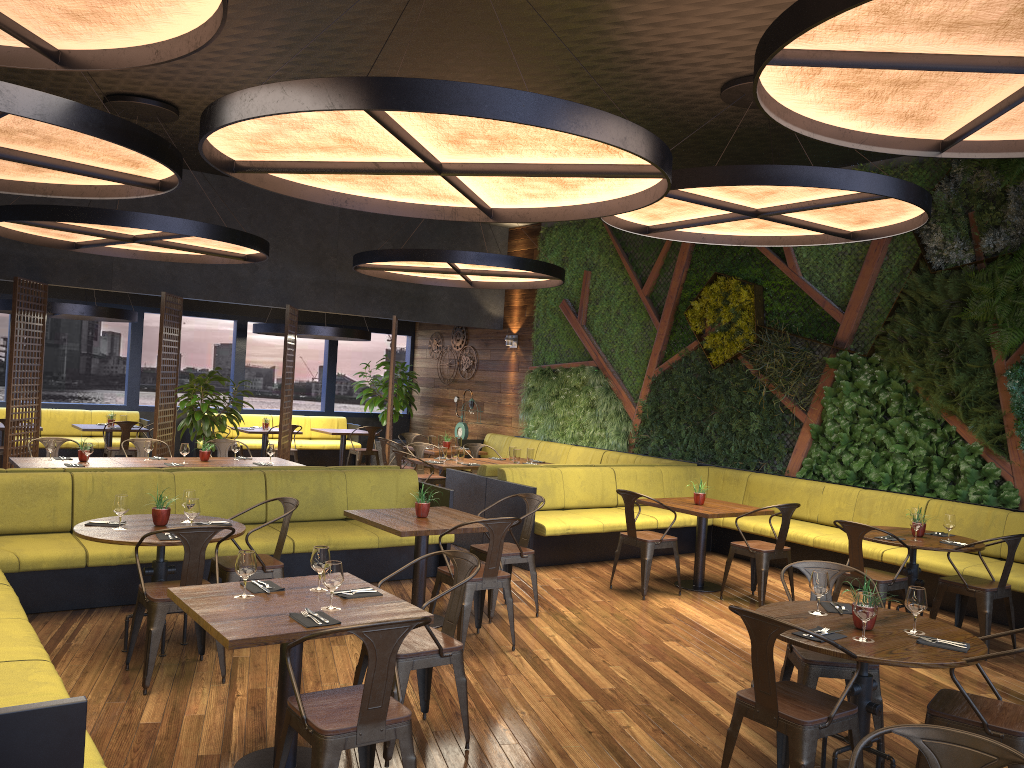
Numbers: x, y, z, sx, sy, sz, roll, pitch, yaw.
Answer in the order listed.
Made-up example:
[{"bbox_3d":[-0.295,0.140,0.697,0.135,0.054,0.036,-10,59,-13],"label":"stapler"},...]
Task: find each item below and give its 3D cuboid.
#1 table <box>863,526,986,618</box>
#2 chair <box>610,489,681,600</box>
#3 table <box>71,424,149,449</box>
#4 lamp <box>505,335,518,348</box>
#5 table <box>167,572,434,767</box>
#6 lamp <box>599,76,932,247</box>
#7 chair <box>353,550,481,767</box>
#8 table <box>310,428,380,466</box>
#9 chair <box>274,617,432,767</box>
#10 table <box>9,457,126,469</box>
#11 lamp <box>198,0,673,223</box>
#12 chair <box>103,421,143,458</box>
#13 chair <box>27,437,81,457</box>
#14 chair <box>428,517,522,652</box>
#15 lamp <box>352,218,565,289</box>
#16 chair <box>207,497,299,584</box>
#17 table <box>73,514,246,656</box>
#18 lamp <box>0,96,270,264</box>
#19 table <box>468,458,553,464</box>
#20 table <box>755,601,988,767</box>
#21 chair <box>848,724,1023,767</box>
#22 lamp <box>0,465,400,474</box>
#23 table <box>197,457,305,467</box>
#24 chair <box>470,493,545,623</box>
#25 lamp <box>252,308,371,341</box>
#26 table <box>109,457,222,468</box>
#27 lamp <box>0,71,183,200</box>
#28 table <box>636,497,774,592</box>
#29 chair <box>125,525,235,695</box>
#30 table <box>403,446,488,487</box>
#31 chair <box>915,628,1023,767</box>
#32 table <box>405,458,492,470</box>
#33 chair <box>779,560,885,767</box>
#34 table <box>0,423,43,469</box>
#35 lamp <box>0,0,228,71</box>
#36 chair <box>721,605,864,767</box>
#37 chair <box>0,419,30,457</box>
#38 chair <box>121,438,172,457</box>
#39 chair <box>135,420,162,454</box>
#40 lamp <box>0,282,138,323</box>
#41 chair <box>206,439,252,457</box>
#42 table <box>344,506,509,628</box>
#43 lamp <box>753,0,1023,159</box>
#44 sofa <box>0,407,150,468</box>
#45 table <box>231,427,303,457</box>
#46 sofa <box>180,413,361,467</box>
[{"bbox_3d":[3.192,1.599,7.089,1.007,0.760,1.007,4,0,22],"label":"table"},{"bbox_3d":[1.185,1.396,7.893,0.541,0.917,0.504,3,0,-35],"label":"chair"},{"bbox_3d":[-6.030,1.020,13.256,0.906,0.763,0.887,3,0,-36],"label":"table"},{"bbox_3d":[-0.039,-0.739,15.325,0.189,0.215,0.215,3,0,-35],"label":"lamp"},{"bbox_3d":[-0.990,1.358,3.998,0.906,0.763,0.887,3,0,-36],"label":"table"},{"bbox_3d":[2.182,-2.008,7.790,2.778,1.159,2.778,4,0,45],"label":"lamp"},{"bbox_3d":[-0.461,1.309,4.402,0.541,0.917,0.504,3,0,-35],"label":"chair"},{"bbox_3d":[-2.937,1.198,15.454,0.887,0.763,0.906,3,0,-36],"label":"table"},{"bbox_3d":[-0.617,1.304,3.433,0.504,0.917,0.541,3,0,-35],"label":"chair"},{"bbox_3d":[-4.333,1.139,8.603,0.906,0.763,0.887,3,0,-36],"label":"table"},{"bbox_3d":[-0.395,-1.977,5.402,2.778,1.475,2.778,4,0,14],"label":"lamp"},{"bbox_3d":[-5.594,0.969,12.700,0.504,0.917,0.541,3,0,-35],"label":"chair"},{"bbox_3d":[-4.772,1.031,9.235,0.504,0.917,0.541,3,0,-35],"label":"chair"},{"bbox_3d":[-0.240,1.317,5.990,0.504,0.917,0.541,3,0,-35],"label":"chair"},{"bbox_3d":[-0.655,-2.093,11.697,2.778,1.362,2.778,4,0,19],"label":"lamp"},{"bbox_3d":[-1.734,1.227,5.930,0.541,0.917,0.504,3,0,-35],"label":"chair"},{"bbox_3d":[-2.223,1.278,5.581,1.007,0.760,1.007,3,0,2],"label":"table"},{"bbox_3d":[-3.980,-2.208,9.430,2.778,1.475,2.778,3,0,-35],"label":"lamp"},{"bbox_3d":[0.027,1.392,11.523,0.887,0.763,0.906,3,0,-36],"label":"table"},{"bbox_3d":[1.622,1.515,4.130,1.007,0.760,1.007,4,0,42],"label":"table"},{"bbox_3d":[1.081,1.411,2.242,0.504,0.917,0.541,4,0,32],"label":"chair"},{"bbox_3d":[-5.522,0.096,7.221,9.057,2.714,3.017,3,0,-35],"label":"lamp"},{"bbox_3d":[-2.863,1.224,9.656,0.906,0.763,0.887,3,0,-36],"label":"table"},{"bbox_3d":[-0.048,1.325,6.921,0.541,0.917,0.504,3,0,-35],"label":"chair"},{"bbox_3d":[-3.354,-1.890,15.194,1.979,2.172,1.979,4,0,40],"label":"lamp"},{"bbox_3d":[-3.595,1.182,9.128,0.906,0.763,0.887,3,0,-36],"label":"table"},{"bbox_3d":[-3.466,-2.163,5.451,2.778,1.475,2.778,3,0,-31],"label":"lamp"},{"bbox_3d":[1.777,1.509,8.294,0.887,0.763,0.906,3,0,-36],"label":"table"},{"bbox_3d":[-1.887,1.221,5.060,0.504,0.917,0.541,3,0,-35],"label":"chair"},{"bbox_3d":[-0.992,1.325,12.869,0.887,0.763,0.906,3,0,-36],"label":"table"},{"bbox_3d":[2.077,1.465,3.842,0.541,0.917,0.504,4,0,36],"label":"chair"},{"bbox_3d":[-0.731,1.348,10.982,0.887,0.763,0.906,3,0,-36],"label":"table"},{"bbox_3d":[1.664,1.437,4.654,0.504,0.917,0.541,3,0,4],"label":"chair"},{"bbox_3d":[-7.167,0.954,12.441,0.887,0.763,0.906,3,0,-36],"label":"table"},{"bbox_3d":[-2.518,-2.275,3.417,2.778,1.159,2.778,4,0,15],"label":"lamp"},{"bbox_3d":[1.199,1.412,3.820,0.541,0.917,0.504,3,0,-35],"label":"chair"},{"bbox_3d":[-6.758,0.902,11.871,0.504,0.917,0.541,3,0,-35],"label":"chair"},{"bbox_3d":[-4.034,1.074,9.761,0.504,0.917,0.541,3,0,-35],"label":"chair"},{"bbox_3d":[-5.497,0.971,13.612,0.541,0.917,0.504,3,0,-35],"label":"chair"},{"bbox_3d":[-6.485,-2.068,12.964,1.979,2.172,1.979,3,0,10],"label":"lamp"},{"bbox_3d":[-3.301,1.116,10.283,0.504,0.917,0.541,3,0,-35],"label":"chair"},{"bbox_3d":[-0.664,1.368,6.556,0.887,0.763,0.906,3,0,-36],"label":"table"},{"bbox_3d":[2.580,-1.970,4.081,2.778,1.159,2.778,4,0,32],"label":"lamp"},{"bbox_3d":[-7.376,0.861,13.901,3.061,0.914,0.966,3,0,-35],"label":"sofa"},{"bbox_3d":[-4.077,1.132,14.647,0.906,0.763,0.887,3,0,-36],"label":"table"},{"bbox_3d":[-4.292,1.038,16.097,3.061,0.914,0.966,3,0,-35],"label":"sofa"}]
